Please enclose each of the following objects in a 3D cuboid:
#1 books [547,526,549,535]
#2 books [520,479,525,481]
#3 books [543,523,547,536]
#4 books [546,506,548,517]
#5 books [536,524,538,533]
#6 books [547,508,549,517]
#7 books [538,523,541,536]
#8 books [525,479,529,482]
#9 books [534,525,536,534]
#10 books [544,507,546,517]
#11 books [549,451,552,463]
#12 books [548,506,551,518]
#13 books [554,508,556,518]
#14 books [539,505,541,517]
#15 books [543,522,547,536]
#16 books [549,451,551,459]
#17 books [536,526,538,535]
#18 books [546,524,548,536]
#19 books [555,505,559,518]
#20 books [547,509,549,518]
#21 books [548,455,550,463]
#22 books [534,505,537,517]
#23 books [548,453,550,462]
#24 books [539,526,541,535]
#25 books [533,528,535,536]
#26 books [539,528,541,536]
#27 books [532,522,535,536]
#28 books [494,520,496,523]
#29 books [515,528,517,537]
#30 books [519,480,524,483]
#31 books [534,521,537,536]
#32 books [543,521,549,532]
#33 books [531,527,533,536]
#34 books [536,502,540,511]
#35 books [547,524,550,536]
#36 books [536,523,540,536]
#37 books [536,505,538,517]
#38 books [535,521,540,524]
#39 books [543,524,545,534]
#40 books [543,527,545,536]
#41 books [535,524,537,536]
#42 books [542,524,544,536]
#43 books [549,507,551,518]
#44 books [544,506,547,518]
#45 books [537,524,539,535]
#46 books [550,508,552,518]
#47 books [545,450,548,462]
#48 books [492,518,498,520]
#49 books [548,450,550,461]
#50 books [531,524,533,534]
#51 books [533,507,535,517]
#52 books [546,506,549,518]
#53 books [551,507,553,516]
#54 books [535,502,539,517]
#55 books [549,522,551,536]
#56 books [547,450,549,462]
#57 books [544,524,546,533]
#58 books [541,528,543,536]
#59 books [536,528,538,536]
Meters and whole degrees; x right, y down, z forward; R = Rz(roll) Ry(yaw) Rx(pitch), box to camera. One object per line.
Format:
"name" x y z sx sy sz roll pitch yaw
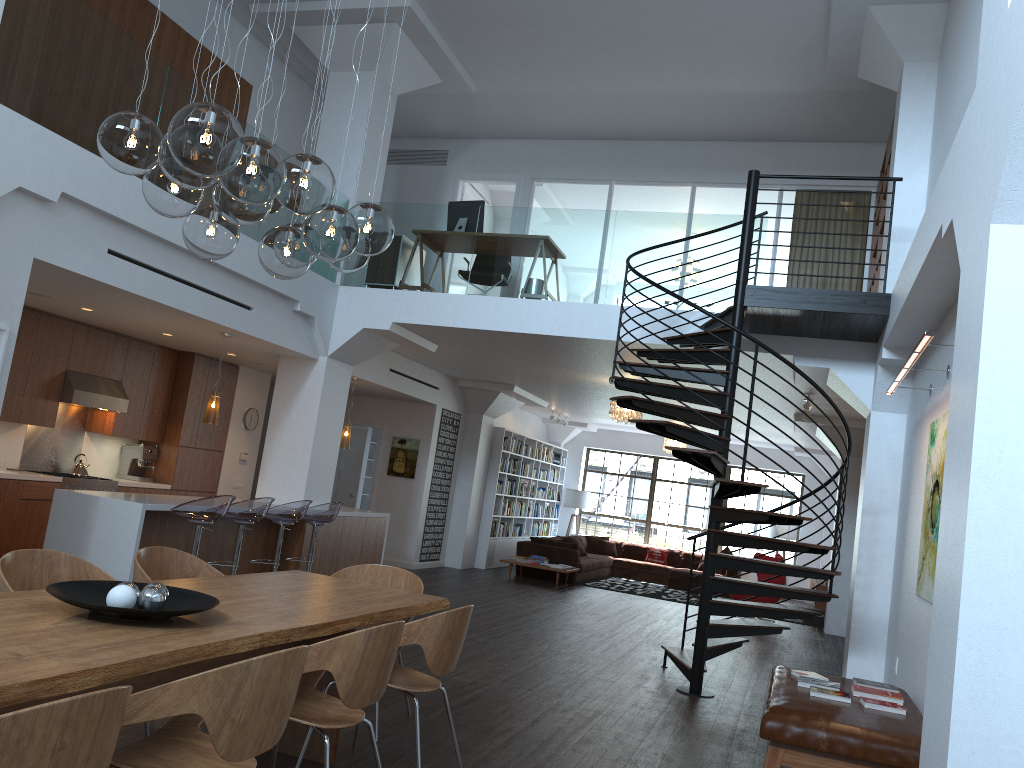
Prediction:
"books" 0.685 3.083 18.655 0.144 0.207 0.048 6 -7 18
"books" 0.109 1.773 16.546 0.223 0.027 0.161 5 -8 28
"books" 0.616 3.025 18.456 0.183 0.253 0.037 6 -7 18
"books" 0.642 2.645 18.439 0.183 0.253 0.039 6 -7 18
"books" 0.411 2.918 17.797 0.183 0.253 0.034 6 -7 18
"books" 0.675 2.661 18.538 0.160 0.251 0.036 6 -7 18
"books" 0.479 2.953 18.029 0.180 0.259 0.060 6 -7 18
"books" 0.223 1.841 16.955 0.129 0.043 0.185 4 -8 33
"books" 0.378 2.915 17.685 0.161 0.223 0.026 6 -7 18
"books" 0.606 2.636 18.298 0.161 0.223 0.030 6 -7 18
"books" 0.710 1.490 18.266 0.183 0.253 0.034 6 -7 18
"books" 0.703 2.673 18.616 0.183 0.253 0.042 6 -7 18
"books" 0.850 2.754 19.039 0.172 0.235 0.112 6 -7 18
"books" 0.496 2.569 17.950 0.174 0.242 0.105 6 -7 18
"books" 0.620 3.018 18.518 0.198 0.284 0.066 6 -7 18
"books" 0.698 1.487 18.239 0.160 0.250 0.026 6 -7 18
"books" 0.421 2.928 17.840 0.171 0.246 0.057 6 -7 18
"books" 0.648 3.047 18.570 0.189 0.247 0.057 6 -7 19
"books" 0.924 2.766 19.281 0.176 0.290 0.053 6 -7 18
"books" 0.673 2.676 18.580 0.168 0.231 0.045 6 -7 18
"books" 0.679 1.486 18.208 0.174 0.240 0.045 6 -7 18
"books" 0.396 2.516 17.628 0.174 0.243 0.085 6 -7 18
"books" 0.675 1.475 18.170 0.183 0.253 0.034 6 -7 18
"books" 0.495 2.964 18.068 0.160 0.250 0.026 6 -7 18
"books" 0.370 2.898 17.663 0.160 0.250 0.026 6 -7 18
"books" 0.500 2.981 18.091 0.161 0.223 0.027 6 -7 18
"books" 0.345 2.873 17.627 0.198 0.284 0.066 6 -7 18
"books" -0.372 2.360 15.320 0.174 0.045 0.240 7 -7 8
"books" 0.030 2.765 16.581 0.106 0.162 0.032 6 -7 18
"books" 0.103 1.812 16.565 0.174 0.045 0.240 6 -7 18
"books" 0.386 2.888 17.729 0.176 0.290 0.053 6 -7 18
"books" 0.683 3.031 18.615 0.140 0.298 0.044 6 -7 18
"books" 0.327 2.891 17.541 0.161 0.223 0.026 6 -7 18
"books" 0.467 2.531 17.872 0.176 0.293 0.125 6 -7 18
"books" 0.703 3.076 18.746 0.171 0.246 0.057 6 -7 18
"books" 0.461 2.943 17.948 0.183 0.253 0.034 6 -7 18
"books" 0.426 2.526 17.709 0.182 0.253 0.098 6 -7 18
"books" 0.466 2.930 17.986 0.176 0.290 0.036 6 -7 18
"books" 0.573 3.003 18.319 0.183 0.253 0.037 6 -7 18
"books" 0.579 3.008 18.354 0.183 0.253 0.036 6 -7 18
"books" 0.397 2.913 17.767 0.183 0.253 0.034 6 -7 18
"books" 0.558 2.997 18.287 0.183 0.253 0.036 6 -7 18
"books" 0.726 2.698 18.674 0.161 0.223 0.032 6 -7 18
"books" 0.621 2.628 18.337 0.174 0.251 0.051 6 -7 18
"books" 0.438 2.943 17.914 0.174 0.240 0.045 6 -7 18
"books" 0.747 2.718 18.740 0.161 0.221 0.035 6 -7 18
"books" 0.632 1.455 18.029 0.171 0.246 0.057 6 -7 18
"books" -0.366 2.321 15.301 0.223 0.027 0.161 5 -8 28
"books" 0.669 1.470 18.137 0.183 0.253 0.034 6 -7 18
"books" 0.307 2.876 17.512 0.174 0.240 0.045 6 -7 18
"books" 0.365 2.494 17.533 0.182 0.255 0.077 6 -7 18
"books" 0.666 2.657 18.502 0.171 0.246 0.036 6 -7 18
"books" 0.768 2.721 18.825 0.168 0.228 0.139 6 -7 18
"books" 0.444 2.522 17.814 0.197 0.290 0.136 6 -7 18
"books" 0.729 3.067 18.827 0.176 0.290 0.053 6 -7 18
"books" 0.655 1.464 18.107 0.183 0.253 0.034 6 -7 18
"books" 0.604 3.022 18.427 0.160 0.250 0.027 6 -7 18
"books" 0.542 3.002 18.251 0.168 0.231 0.040 6 -7 18
"books" 0.434 2.946 17.878 0.161 0.223 0.027 6 -7 18
